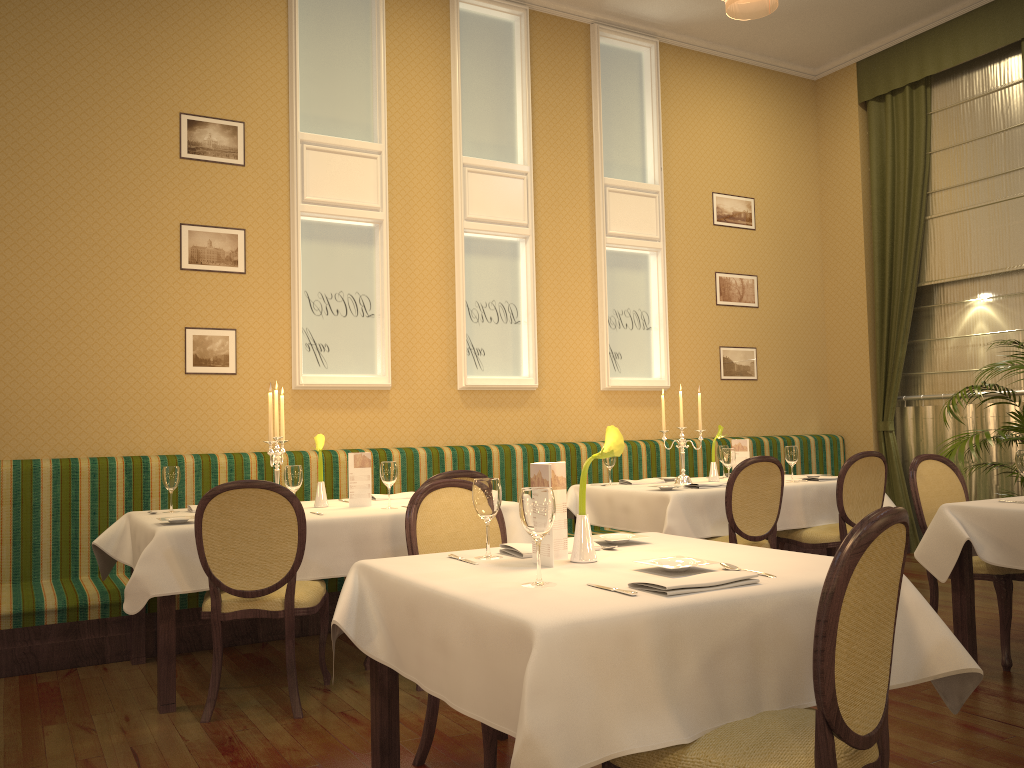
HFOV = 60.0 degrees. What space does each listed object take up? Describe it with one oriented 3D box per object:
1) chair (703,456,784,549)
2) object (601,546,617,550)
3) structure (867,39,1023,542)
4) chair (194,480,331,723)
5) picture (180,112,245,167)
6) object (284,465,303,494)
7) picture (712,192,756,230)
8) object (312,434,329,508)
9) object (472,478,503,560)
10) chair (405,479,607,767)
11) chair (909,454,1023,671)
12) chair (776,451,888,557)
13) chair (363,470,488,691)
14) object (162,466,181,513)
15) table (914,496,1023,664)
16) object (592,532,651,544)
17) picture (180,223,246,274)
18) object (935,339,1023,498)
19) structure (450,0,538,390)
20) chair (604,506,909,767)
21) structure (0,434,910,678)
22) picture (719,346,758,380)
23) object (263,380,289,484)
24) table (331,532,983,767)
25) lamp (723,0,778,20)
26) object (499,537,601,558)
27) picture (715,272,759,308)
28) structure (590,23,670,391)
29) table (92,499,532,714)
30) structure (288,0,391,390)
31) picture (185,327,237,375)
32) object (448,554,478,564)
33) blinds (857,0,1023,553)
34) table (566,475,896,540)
[{"bbox_3d":[1.246,0.888,5.088,0.530,0.955,0.571,0,-4,-30],"label":"chair"},{"bbox_3d":[0.268,0.497,2.731,0.038,0.015,0.181,0,-3,-28],"label":"object"},{"bbox_3d":[3.808,-0.841,7.253,0.123,4.511,1.942,0,-4,-30],"label":"structure"},{"bbox_3d":[-1.071,0.872,3.759,0.530,0.955,0.571,-1,-3,-5],"label":"chair"},{"bbox_3d":[-1.912,-1.560,5.668,0.401,0.294,0.008,0,-4,-30],"label":"picture"},{"bbox_3d":[-1.013,0.494,4.113,0.088,0.229,0.088,-2,-3,18],"label":"object"},{"bbox_3d":[1.976,-1.534,7.884,0.504,0.294,0.008,0,-4,-30],"label":"picture"},{"bbox_3d":[-0.975,0.441,4.510,0.076,0.375,0.163,-1,-3,-8],"label":"object"},{"bbox_3d":[-0.071,0.390,2.576,0.088,0.229,0.088,-2,-3,12],"label":"object"},{"bbox_3d":[-0.044,0.806,2.989,0.530,0.955,0.571,1,-4,-40],"label":"chair"},{"bbox_3d":[2.294,0.822,4.318,0.530,0.955,0.571,0,-4,-30],"label":"chair"},{"bbox_3d":[1.994,0.891,5.476,0.530,0.955,0.571,0,-4,-30],"label":"chair"},{"bbox_3d":[-0.366,0.877,4.167,0.530,0.955,0.571,0,-4,-30],"label":"chair"},{"bbox_3d":[-1.707,0.528,4.442,0.088,0.229,0.088,-2,-3,18],"label":"object"},{"bbox_3d":[2.639,0.876,3.700,1.395,0.759,1.389,0,-3,-28],"label":"table"},{"bbox_3d":[0.334,0.497,2.822,0.160,0.024,0.160,0,-4,-30],"label":"object"},{"bbox_3d":[-1.895,-0.857,5.631,0.401,0.294,0.008,0,-4,-30],"label":"picture"},{"bbox_3d":[3.674,0.453,5.867,1.496,1.807,1.552,-4,-4,41],"label":"object"},{"bbox_3d":[-0.151,-1.444,6.686,0.661,2.985,0.200,0,-4,-30],"label":"structure"},{"bbox_3d":[0.547,0.734,1.893,0.571,0.955,0.530,-4,-4,40],"label":"chair"},{"bbox_3d":[-3.123,0.917,4.353,14.516,1.031,0.850,0,-4,-30],"label":"structure"},{"bbox_3d":[1.996,-0.180,7.805,0.437,0.294,0.008,0,-4,-30],"label":"picture"},{"bbox_3d":[-1.174,0.305,4.425,0.131,0.655,0.390,-1,-3,-15],"label":"object"},{"bbox_3d":[0.295,0.860,2.364,1.395,0.759,1.389,0,-3,-28],"label":"table"},{"bbox_3d":[0.886,-2.317,3.401,0.593,1.796,0.593,1,-4,-32],"label":"lamp"},{"bbox_3d":[0.115,0.491,2.662,0.273,0.033,0.142,0,-4,-30],"label":"object"},{"bbox_3d":[1.992,-0.831,7.847,0.504,0.294,0.008,0,-4,-30],"label":"picture"},{"bbox_3d":[0.952,-1.436,7.314,0.670,2.985,0.200,0,-4,-30],"label":"structure"},{"bbox_3d":[-0.899,1.000,4.461,2.152,0.759,1.385,0,-4,-30],"label":"table"},{"bbox_3d":[-1.190,-1.451,6.093,0.687,2.985,0.200,0,-4,-30],"label":"structure"},{"bbox_3d":[-1.896,-0.207,5.587,0.313,0.294,0.008,0,-4,-30],"label":"picture"},{"bbox_3d":[-0.137,0.498,2.521,0.017,0.010,0.185,0,-3,-28],"label":"object"},{"bbox_3d":[3.709,-0.854,7.196,0.225,4.537,1.934,0,-4,-31],"label":"blinds"},{"bbox_3d":[1.446,1.016,5.798,2.152,0.759,1.385,0,-4,-30],"label":"table"}]
